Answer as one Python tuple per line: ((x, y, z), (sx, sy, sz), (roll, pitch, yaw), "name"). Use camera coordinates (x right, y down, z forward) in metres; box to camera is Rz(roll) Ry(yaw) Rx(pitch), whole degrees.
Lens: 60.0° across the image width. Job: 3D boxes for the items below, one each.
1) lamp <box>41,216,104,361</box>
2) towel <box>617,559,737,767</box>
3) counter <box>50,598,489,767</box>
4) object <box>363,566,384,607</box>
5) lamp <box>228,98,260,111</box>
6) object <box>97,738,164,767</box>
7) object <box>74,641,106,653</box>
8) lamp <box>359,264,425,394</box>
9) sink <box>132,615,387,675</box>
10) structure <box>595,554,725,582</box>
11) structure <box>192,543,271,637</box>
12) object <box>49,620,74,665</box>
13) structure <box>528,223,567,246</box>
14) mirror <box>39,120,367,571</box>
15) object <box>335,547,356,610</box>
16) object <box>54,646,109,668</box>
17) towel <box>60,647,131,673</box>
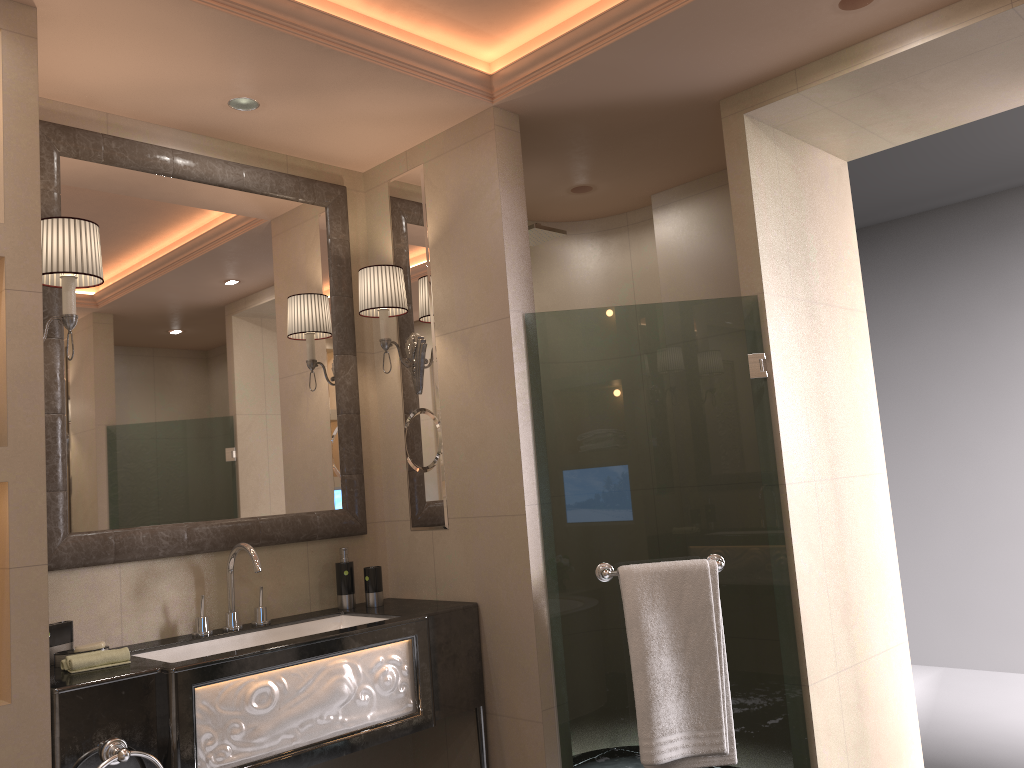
((-1.208, -0.212, 2.368), (0.223, 0.444, 0.174), (2, -9, -45), "lamp")
((0.508, 0.872, 2.771), (0.313, 0.629, 0.154), (-3, -7, -12), "towel")
((-0.700, 1.166, 2.591), (1.330, 0.858, 0.543), (2, -9, -45), "counter")
((-0.481, 0.704, 3.085), (0.063, 0.134, 0.063), (-3, -7, -13), "object")
((-0.853, -0.920, 2.816), (0.097, 0.069, 0.097), (-1, -7, -29), "lamp")
((-0.906, 0.942, 2.054), (0.203, 0.226, 0.074), (2, -9, -45), "object")
((-1.127, 0.703, 2.366), (0.077, 0.022, 0.051), (-1, -7, -25), "object")
((-0.431, -0.185, 3.148), (0.223, 0.444, 0.174), (2, -9, -45), "lamp")
((-0.711, 0.817, 2.614), (0.760, 0.135, 0.349), (2, -9, -45), "sink")
((0.472, 0.583, 2.800), (0.415, 0.061, 0.074), (-5, -7, 0), "structure")
((-0.881, 0.632, 2.762), (0.223, 0.268, 0.242), (-3, -7, -11), "structure")
((-1.238, 0.701, 2.394), (0.038, 0.104, 0.124), (-7, -7, 19), "object")
((-0.003, 0.023, 3.574), (0.506, 1.409, 0.311), (-9, -8, 34), "structure")
((-0.981, -0.117, 2.921), (1.130, 1.320, 0.040), (2, -9, -45), "mirror")
((-0.581, 0.675, 3.088), (0.063, 0.208, 0.063), (-8, -7, 25), "object")
((-1.143, 0.724, 2.357), (0.133, 0.035, 0.080), (-1, -7, -27), "object")
((-1.071, 0.708, 2.283), (0.149, 0.039, 0.096), (1, -8, -39), "towel")
